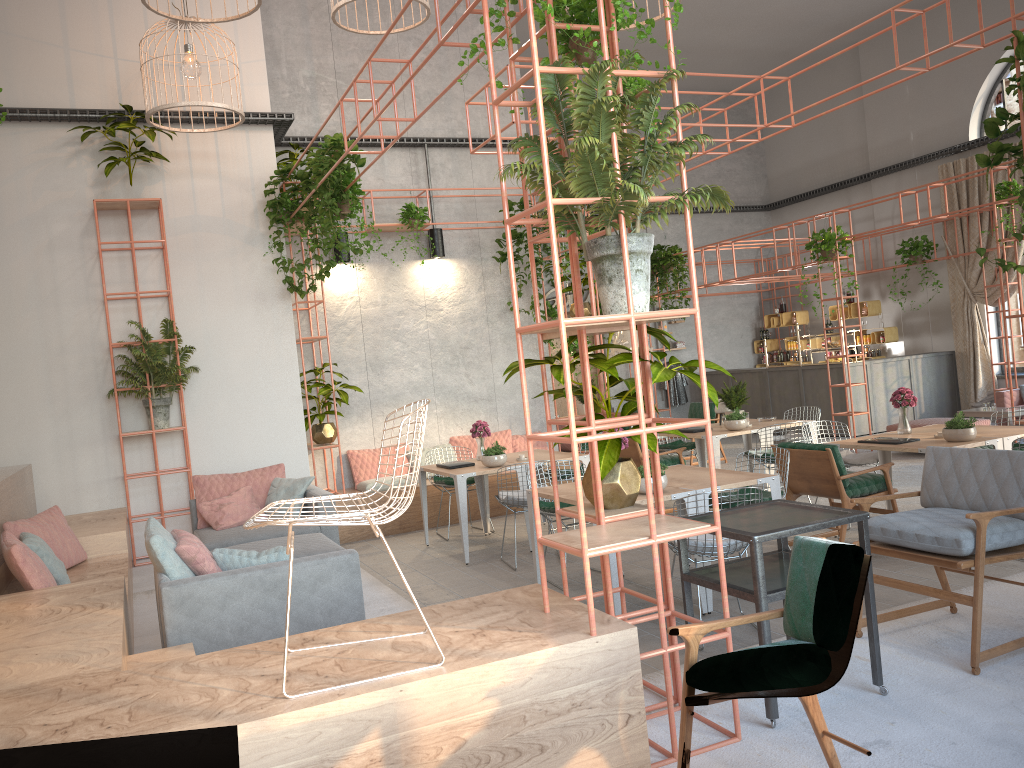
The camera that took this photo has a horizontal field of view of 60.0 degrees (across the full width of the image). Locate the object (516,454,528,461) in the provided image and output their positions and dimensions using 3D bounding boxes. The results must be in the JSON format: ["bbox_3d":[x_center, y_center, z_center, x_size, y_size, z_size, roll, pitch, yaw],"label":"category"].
[{"bbox_3d":[0.096,0.718,8.711,0.115,0.078,0.115,-6,1,-18],"label":"object"}]

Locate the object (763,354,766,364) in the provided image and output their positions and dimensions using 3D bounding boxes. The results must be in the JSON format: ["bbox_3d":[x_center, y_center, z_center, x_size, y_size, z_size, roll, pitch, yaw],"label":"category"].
[{"bbox_3d":[5.496,-0.540,19.262,0.070,0.209,0.070,-7,1,-33],"label":"object"}]

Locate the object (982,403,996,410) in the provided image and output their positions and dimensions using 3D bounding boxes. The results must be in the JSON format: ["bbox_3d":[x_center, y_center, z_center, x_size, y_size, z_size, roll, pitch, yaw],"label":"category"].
[{"bbox_3d":[6.815,0.351,12.711,0.199,0.145,0.156,-6,1,-9],"label":"object"}]

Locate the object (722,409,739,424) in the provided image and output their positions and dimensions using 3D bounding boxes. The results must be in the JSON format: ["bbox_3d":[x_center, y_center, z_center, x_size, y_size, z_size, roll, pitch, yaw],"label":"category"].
[{"bbox_3d":[2.577,0.385,10.427,0.165,0.154,0.210,-7,1,-34],"label":"object"}]

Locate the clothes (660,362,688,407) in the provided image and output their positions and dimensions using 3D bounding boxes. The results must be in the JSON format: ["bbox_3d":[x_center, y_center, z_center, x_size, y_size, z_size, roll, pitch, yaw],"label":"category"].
[{"bbox_3d":[3.428,0.013,18.653,0.625,0.997,0.366,-7,2,-43],"label":"clothes"}]

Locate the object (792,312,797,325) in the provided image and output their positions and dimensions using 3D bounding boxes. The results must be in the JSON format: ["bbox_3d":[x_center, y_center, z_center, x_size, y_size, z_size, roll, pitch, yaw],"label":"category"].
[{"bbox_3d":[5.886,-1.358,18.435,0.137,0.261,0.137,-6,1,13],"label":"object"}]

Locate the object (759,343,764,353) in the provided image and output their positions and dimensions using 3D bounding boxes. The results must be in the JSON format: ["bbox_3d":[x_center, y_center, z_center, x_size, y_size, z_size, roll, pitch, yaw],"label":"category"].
[{"bbox_3d":[5.457,-0.780,19.363,0.131,0.207,0.131,-5,1,22],"label":"object"}]

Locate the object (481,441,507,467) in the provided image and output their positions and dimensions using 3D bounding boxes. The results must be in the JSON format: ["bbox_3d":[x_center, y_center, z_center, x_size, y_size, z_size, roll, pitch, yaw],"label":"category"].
[{"bbox_3d":[-0.175,0.663,8.424,0.248,0.247,0.254,-6,1,-23],"label":"object"}]

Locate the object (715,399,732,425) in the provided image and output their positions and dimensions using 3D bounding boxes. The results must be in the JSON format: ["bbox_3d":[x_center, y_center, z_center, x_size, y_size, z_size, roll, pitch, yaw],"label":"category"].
[{"bbox_3d":[2.479,0.326,10.299,0.241,0.313,0.241,-5,1,22],"label":"object"}]

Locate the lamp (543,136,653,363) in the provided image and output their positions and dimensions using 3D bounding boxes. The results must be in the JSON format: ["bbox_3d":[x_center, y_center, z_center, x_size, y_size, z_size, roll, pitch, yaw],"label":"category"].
[{"bbox_3d":[0.836,-2.349,14.673,0.704,4.052,4.456,-6,1,-23],"label":"lamp"}]

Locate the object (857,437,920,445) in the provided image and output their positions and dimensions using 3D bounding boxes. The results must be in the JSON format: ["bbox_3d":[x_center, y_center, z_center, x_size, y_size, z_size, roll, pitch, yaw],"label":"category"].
[{"bbox_3d":[3.133,0.477,7.384,0.268,0.031,0.427,-6,1,-23],"label":"object"}]

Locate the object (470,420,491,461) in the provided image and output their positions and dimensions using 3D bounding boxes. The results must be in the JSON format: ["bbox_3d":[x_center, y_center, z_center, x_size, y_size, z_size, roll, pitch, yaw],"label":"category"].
[{"bbox_3d":[-0.316,0.578,9.143,0.213,0.414,0.225,-7,1,-31],"label":"object"}]

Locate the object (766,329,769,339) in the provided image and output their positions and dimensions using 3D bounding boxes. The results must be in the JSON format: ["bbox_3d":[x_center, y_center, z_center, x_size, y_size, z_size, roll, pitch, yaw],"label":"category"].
[{"bbox_3d":[5.575,-1.118,19.374,0.066,0.291,0.066,-6,1,16],"label":"object"}]

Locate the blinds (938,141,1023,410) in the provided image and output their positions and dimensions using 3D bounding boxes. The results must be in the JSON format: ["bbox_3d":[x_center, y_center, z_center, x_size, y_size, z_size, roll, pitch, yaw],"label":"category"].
[{"bbox_3d":[8.600,-1.707,13.274,0.414,4.389,4.957,-6,1,-22],"label":"blinds"}]

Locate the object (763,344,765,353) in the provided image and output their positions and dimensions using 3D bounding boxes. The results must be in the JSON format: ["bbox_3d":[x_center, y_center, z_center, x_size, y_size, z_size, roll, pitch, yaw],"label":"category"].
[{"bbox_3d":[5.505,-0.808,19.214,0.072,0.248,0.094,-6,1,-23],"label":"object"}]

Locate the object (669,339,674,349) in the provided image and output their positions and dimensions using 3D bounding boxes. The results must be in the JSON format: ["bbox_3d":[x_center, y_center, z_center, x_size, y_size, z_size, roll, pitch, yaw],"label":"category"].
[{"bbox_3d":[3.337,-0.842,18.650,0.081,0.204,0.081,-6,1,-23],"label":"object"}]

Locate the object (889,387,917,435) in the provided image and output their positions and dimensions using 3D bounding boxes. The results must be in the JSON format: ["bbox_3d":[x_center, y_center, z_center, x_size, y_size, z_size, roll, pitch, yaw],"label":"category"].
[{"bbox_3d":[3.446,0.232,7.789,0.213,0.414,0.225,-7,1,-31],"label":"object"}]

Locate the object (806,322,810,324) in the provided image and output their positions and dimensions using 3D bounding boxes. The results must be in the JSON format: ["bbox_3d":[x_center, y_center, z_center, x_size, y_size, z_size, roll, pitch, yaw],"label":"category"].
[{"bbox_3d":[6.072,-1.135,18.177,0.075,0.273,0.075,-5,1,33],"label":"object"}]

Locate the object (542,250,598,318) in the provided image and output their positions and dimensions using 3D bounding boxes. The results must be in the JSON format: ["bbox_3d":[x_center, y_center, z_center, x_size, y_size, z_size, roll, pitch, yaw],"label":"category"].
[{"bbox_3d":[0.910,-1.303,11.385,0.934,0.947,0.903,-5,1,28],"label":"object"}]

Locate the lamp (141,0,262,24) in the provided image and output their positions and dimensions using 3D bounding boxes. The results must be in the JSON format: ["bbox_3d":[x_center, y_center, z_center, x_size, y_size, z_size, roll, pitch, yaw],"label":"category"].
[{"bbox_3d":[-2.550,-4.667,6.760,0.883,3.476,0.883,-5,1,29],"label":"lamp"}]

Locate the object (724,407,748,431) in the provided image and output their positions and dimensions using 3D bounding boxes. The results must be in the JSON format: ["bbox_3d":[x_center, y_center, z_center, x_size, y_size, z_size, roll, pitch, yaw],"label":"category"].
[{"bbox_3d":[2.401,0.375,9.543,0.248,0.247,0.254,-6,1,-23],"label":"object"}]

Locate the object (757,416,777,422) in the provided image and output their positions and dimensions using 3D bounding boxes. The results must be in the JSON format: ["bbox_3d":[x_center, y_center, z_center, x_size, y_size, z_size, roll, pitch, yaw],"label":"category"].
[{"bbox_3d":[2.939,0.405,10.225,0.218,0.041,0.218,-6,1,-15],"label":"object"}]

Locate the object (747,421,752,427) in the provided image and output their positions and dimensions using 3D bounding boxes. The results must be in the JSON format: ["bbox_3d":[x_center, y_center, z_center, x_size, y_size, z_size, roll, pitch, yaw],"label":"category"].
[{"bbox_3d":[2.591,0.439,9.794,0.115,0.078,0.115,-6,1,-18],"label":"object"}]

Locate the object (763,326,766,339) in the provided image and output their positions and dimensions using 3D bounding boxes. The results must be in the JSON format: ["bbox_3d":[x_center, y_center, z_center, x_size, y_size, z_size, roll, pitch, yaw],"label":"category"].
[{"bbox_3d":[5.500,-1.110,19.344,0.066,0.291,0.066,-6,1,-17],"label":"object"}]

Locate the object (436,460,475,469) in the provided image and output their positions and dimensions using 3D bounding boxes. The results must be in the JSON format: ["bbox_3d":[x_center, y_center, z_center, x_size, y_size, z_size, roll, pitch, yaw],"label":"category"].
[{"bbox_3d":[-0.564,0.803,8.814,0.268,0.031,0.427,-6,1,-23],"label":"object"}]

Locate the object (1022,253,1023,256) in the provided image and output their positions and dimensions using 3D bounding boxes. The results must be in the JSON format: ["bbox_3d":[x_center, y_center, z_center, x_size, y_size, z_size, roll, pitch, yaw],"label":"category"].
[{"bbox_3d":[6.227,-1.312,9.893,0.923,0.946,0.924,-5,1,33],"label":"object"}]

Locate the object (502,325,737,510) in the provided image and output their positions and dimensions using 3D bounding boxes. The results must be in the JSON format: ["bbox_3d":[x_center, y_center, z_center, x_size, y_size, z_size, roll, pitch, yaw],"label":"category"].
[{"bbox_3d":[0.492,0.099,4.028,0.934,0.923,0.903,-5,1,33],"label":"object"}]

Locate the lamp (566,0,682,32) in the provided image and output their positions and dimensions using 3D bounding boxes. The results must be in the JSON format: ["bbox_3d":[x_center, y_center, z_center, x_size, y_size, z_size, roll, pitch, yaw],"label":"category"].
[{"bbox_3d":[0.664,-4.576,6.716,0.883,3.476,0.883,-5,1,29],"label":"lamp"}]

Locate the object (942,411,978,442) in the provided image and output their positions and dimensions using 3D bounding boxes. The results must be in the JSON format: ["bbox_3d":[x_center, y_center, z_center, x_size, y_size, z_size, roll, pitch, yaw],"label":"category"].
[{"bbox_3d":[3.522,0.338,6.996,0.247,0.247,0.252,-6,1,-23],"label":"object"}]

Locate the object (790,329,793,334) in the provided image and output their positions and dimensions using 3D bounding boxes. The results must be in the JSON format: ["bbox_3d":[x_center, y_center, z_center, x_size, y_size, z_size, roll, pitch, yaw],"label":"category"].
[{"bbox_3d":[5.824,-1.059,18.454,0.083,0.159,0.083,-6,1,-14],"label":"object"}]

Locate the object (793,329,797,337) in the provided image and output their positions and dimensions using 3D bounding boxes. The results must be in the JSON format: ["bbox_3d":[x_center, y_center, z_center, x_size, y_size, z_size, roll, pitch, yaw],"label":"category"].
[{"bbox_3d":[5.860,-1.061,18.370,0.083,0.159,0.083,-6,1,-14],"label":"object"}]

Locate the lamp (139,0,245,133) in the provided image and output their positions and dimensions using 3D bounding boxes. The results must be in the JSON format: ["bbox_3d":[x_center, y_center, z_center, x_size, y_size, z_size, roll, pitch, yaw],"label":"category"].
[{"bbox_3d":[-3.152,-4.217,8.319,0.883,3.476,0.883,-5,1,29],"label":"lamp"}]

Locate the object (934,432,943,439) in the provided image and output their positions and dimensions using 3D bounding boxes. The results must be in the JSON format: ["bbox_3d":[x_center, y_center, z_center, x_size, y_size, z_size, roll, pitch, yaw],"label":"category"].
[{"bbox_3d":[3.532,0.415,7.292,0.115,0.073,0.115,-7,1,-29],"label":"object"}]

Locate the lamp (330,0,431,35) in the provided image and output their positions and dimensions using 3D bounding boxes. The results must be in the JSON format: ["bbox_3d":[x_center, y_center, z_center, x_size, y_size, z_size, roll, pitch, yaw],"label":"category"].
[{"bbox_3d":[-1.350,-5.033,7.932,0.883,3.476,0.883,-5,1,29],"label":"lamp"}]

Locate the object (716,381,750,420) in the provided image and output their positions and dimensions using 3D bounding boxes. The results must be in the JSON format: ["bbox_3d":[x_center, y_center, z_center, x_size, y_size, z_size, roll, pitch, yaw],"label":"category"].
[{"bbox_3d":[2.490,0.214,9.971,0.438,0.527,0.368,-6,1,-23],"label":"object"}]

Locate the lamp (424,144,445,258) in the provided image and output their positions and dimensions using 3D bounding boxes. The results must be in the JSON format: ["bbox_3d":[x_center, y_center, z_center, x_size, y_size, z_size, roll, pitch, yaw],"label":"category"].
[{"bbox_3d":[-1.005,-2.305,11.154,0.179,1.425,0.185,-6,1,-23],"label":"lamp"}]

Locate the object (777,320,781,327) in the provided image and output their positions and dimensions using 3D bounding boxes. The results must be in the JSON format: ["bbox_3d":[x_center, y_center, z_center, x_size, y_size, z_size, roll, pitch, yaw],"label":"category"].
[{"bbox_3d":[5.685,-1.284,18.760,0.123,0.142,0.141,-6,1,-23],"label":"object"}]

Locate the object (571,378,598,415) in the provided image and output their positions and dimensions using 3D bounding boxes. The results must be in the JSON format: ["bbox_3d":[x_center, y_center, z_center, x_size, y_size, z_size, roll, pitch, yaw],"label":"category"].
[{"bbox_3d":[0.933,0.168,11.450,0.438,0.527,0.368,-6,1,-23],"label":"object"}]

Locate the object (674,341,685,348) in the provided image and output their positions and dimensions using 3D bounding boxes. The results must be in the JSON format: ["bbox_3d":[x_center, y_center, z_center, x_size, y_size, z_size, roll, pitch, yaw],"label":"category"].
[{"bbox_3d":[3.536,-0.832,18.736,0.219,0.149,0.129,-6,1,-23],"label":"object"}]

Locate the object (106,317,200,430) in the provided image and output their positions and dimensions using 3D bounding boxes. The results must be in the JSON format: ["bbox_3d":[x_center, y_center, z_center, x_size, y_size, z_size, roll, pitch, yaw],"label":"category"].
[{"bbox_3d":[-3.574,-0.096,8.864,0.894,1.097,0.900,-6,1,6],"label":"object"}]

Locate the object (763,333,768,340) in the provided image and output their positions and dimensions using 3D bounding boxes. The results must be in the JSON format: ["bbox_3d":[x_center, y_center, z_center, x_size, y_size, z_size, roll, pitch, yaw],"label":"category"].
[{"bbox_3d":[5.493,-1.034,19.222,0.115,0.147,0.115,-5,1,21],"label":"object"}]

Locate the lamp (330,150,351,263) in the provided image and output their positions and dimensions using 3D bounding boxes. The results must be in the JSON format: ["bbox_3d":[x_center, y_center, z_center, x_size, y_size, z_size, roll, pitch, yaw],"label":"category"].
[{"bbox_3d":[-2.108,-2.182,10.676,0.179,1.425,0.185,-6,1,-23],"label":"lamp"}]

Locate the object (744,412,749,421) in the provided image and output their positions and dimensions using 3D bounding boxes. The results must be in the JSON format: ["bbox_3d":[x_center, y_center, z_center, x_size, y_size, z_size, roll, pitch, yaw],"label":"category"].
[{"bbox_3d":[2.695,0.390,10.245,0.095,0.119,0.095,-6,1,1],"label":"object"}]

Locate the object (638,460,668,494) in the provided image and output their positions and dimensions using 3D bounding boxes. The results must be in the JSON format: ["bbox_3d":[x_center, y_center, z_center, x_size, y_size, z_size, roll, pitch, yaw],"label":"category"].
[{"bbox_3d":[0.908,0.604,5.915,0.247,0.247,0.252,-6,1,-23],"label":"object"}]

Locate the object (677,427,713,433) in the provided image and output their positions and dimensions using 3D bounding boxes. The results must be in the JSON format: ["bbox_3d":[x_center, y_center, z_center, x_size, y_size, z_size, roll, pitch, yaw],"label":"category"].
[{"bbox_3d":[2.012,0.515,9.932,0.268,0.031,0.427,-6,1,-23],"label":"object"}]

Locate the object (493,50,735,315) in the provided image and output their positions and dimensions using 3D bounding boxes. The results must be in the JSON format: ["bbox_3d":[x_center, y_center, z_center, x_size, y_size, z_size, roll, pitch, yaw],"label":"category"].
[{"bbox_3d":[0.399,-0.823,3.565,0.894,1.101,0.900,-5,1,31],"label":"object"}]

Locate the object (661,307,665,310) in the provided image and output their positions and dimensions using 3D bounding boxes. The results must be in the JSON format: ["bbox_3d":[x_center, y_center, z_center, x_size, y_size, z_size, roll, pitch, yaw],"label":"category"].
[{"bbox_3d":[3.144,-1.545,18.572,0.133,0.145,0.133,-5,1,29],"label":"object"}]

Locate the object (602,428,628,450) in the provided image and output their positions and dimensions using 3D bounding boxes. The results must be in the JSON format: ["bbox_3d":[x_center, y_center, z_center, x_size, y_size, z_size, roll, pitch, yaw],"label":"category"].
[{"bbox_3d":[0.770,0.519,6.628,0.213,0.414,0.225,-7,1,-31],"label":"object"}]

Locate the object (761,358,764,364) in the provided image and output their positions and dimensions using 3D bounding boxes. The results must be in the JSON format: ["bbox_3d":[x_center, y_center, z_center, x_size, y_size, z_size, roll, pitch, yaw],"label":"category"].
[{"bbox_3d":[5.476,-0.500,19.347,0.073,0.131,0.073,-6,1,2],"label":"object"}]

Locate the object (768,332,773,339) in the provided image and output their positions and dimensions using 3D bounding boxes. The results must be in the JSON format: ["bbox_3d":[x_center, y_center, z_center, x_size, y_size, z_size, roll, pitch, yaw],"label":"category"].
[{"bbox_3d":[5.613,-1.048,19.274,0.115,0.147,0.115,-5,1,21],"label":"object"}]

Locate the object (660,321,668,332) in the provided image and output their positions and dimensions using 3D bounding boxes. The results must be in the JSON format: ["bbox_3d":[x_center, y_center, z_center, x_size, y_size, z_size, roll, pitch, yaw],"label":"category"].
[{"bbox_3d":[3.178,-1.243,18.588,0.136,0.336,0.145,-6,1,-9],"label":"object"}]

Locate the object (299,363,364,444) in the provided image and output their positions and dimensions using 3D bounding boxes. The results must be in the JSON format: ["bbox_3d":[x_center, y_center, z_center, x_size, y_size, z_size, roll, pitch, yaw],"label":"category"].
[{"bbox_3d":[-2.165,0.220,10.052,0.934,0.919,0.903,-5,2,38],"label":"object"}]
